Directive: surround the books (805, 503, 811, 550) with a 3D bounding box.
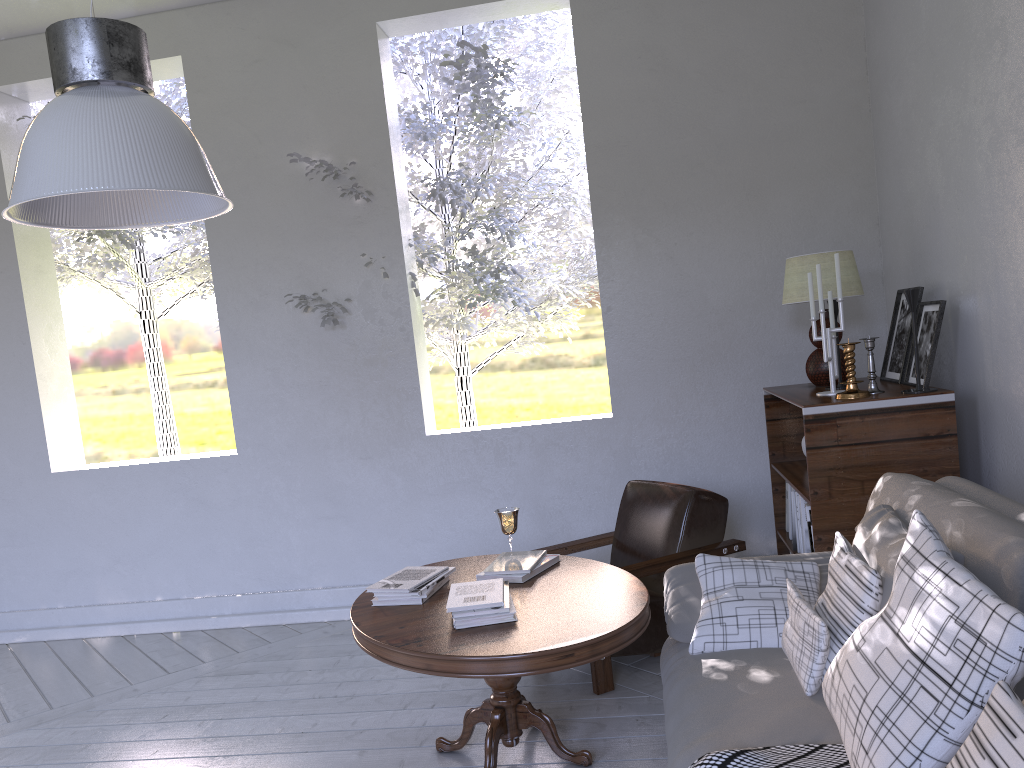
[{"bbox_3d":[0.974,0.464,2.704,0.129,0.210,0.074,-6,5,8],"label":"books"}]

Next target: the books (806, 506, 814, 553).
[{"bbox_3d":[0.971,0.469,2.687,0.131,0.203,0.064,-6,5,8],"label":"books"}]

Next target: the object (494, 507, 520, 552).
[{"bbox_3d":[-0.008,0.452,2.678,0.076,0.149,0.076,-6,4,4],"label":"object"}]

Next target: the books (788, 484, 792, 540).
[{"bbox_3d":[1.046,0.425,3.069,0.172,0.236,0.112,-6,5,8],"label":"books"}]

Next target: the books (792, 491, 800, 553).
[{"bbox_3d":[1.000,0.450,2.917,0.130,0.207,0.011,-5,5,13],"label":"books"}]

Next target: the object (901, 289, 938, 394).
[{"bbox_3d":[1.127,-0.119,2.474,0.095,0.290,0.095,-4,5,31],"label":"object"}]

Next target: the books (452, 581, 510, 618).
[{"bbox_3d":[-0.073,0.527,2.178,0.135,0.010,0.240,-6,2,0],"label":"books"}]

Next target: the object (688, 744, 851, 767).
[{"bbox_3d":[0.131,0.818,1.507,1.497,0.396,0.495,-4,4,39],"label":"object"}]

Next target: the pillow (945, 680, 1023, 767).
[{"bbox_3d":[0.542,0.509,0.994,0.154,0.257,0.312,-6,4,8],"label":"pillow"}]

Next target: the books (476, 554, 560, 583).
[{"bbox_3d":[0.021,0.520,2.510,0.147,0.018,0.230,-5,3,30],"label":"books"}]

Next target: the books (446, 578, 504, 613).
[{"bbox_3d":[-0.088,0.518,2.180,0.136,0.010,0.214,-6,2,0],"label":"books"}]

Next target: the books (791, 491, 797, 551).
[{"bbox_3d":[0.989,0.451,2.946,0.120,0.208,0.026,-6,5,4],"label":"books"}]

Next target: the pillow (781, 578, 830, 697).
[{"bbox_3d":[0.589,0.505,1.780,0.070,0.168,0.283,-6,3,6],"label":"pillow"}]

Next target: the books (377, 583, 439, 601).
[{"bbox_3d":[-0.269,0.547,2.402,0.136,0.010,0.214,-6,3,10],"label":"books"}]

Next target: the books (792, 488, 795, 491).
[{"bbox_3d":[1.037,0.427,2.980,0.174,0.243,0.104,-6,5,8],"label":"books"}]

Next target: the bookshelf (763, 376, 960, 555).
[{"bbox_3d":[1.107,0.413,2.867,0.400,0.803,0.798,-6,4,8],"label":"bookshelf"}]

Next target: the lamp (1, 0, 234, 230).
[{"bbox_3d":[-0.681,-0.577,1.453,0.354,0.585,0.354,-3,5,36],"label":"lamp"}]

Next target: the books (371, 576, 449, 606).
[{"bbox_3d":[-0.273,0.560,2.410,0.141,0.015,0.221,-6,3,15],"label":"books"}]

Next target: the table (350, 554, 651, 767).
[{"bbox_3d":[-0.021,0.761,2.315,0.736,0.433,0.949,-8,3,-22],"label":"table"}]

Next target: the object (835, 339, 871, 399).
[{"bbox_3d":[0.971,-0.048,2.543,0.096,0.172,0.096,-4,5,27],"label":"object"}]

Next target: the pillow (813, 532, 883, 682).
[{"bbox_3d":[0.660,0.459,1.766,0.129,0.270,0.310,-5,4,12],"label":"pillow"}]

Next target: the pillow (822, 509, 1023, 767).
[{"bbox_3d":[0.613,0.421,1.369,0.219,0.387,0.453,-6,4,10],"label":"pillow"}]

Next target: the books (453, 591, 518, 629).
[{"bbox_3d":[-0.074,0.544,2.188,0.148,0.021,0.278,-7,3,-5],"label":"books"}]

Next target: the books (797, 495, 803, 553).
[{"bbox_3d":[1.002,0.456,2.891,0.124,0.196,0.015,-5,5,13],"label":"books"}]

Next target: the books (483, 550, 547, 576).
[{"bbox_3d":[0.011,0.506,2.513,0.136,0.011,0.214,-6,3,15],"label":"books"}]

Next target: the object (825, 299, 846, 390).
[{"bbox_3d":[1.052,-0.127,2.866,0.095,0.290,0.095,-4,5,31],"label":"object"}]

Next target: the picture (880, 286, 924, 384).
[{"bbox_3d":[1.263,-0.157,2.879,0.095,0.301,0.231,-6,4,8],"label":"picture"}]

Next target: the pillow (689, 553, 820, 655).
[{"bbox_3d":[0.566,0.515,2.062,0.309,0.207,0.215,-6,4,15],"label":"pillow"}]

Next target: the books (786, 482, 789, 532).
[{"bbox_3d":[1.063,0.432,3.172,0.161,0.210,0.126,-6,4,8],"label":"books"}]

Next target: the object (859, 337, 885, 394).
[{"bbox_3d":[1.051,-0.059,2.592,0.062,0.173,0.062,-8,5,-15],"label":"object"}]

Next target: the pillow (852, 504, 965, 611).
[{"bbox_3d":[0.738,0.429,1.731,0.151,0.314,0.489,-6,3,9],"label":"pillow"}]

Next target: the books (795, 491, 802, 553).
[{"bbox_3d":[1.005,0.450,2.904,0.130,0.207,0.011,-5,5,13],"label":"books"}]

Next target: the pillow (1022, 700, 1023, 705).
[{"bbox_3d":[0.617,0.480,0.886,0.151,0.314,0.489,-6,3,8],"label":"pillow"}]

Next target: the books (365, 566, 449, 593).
[{"bbox_3d":[-0.280,0.528,2.398,0.136,0.011,0.216,-5,3,25],"label":"books"}]

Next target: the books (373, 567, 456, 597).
[{"bbox_3d":[-0.261,0.535,2.406,0.134,0.010,0.240,-6,3,20],"label":"books"}]

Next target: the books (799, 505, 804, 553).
[{"bbox_3d":[0.979,0.468,2.811,0.115,0.184,0.009,-5,5,13],"label":"books"}]

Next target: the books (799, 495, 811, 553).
[{"bbox_3d":[0.977,0.443,2.785,0.126,0.238,0.018,-5,5,13],"label":"books"}]

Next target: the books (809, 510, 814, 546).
[{"bbox_3d":[0.964,0.472,2.635,0.131,0.203,0.064,-6,5,8],"label":"books"}]

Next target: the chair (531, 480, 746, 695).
[{"bbox_3d":[0.346,0.635,2.930,0.703,0.556,0.496,-8,4,-27],"label":"chair"}]

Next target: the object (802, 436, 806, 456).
[{"bbox_3d":[1.087,0.209,3.146,0.111,0.148,0.122,-6,4,6],"label":"object"}]

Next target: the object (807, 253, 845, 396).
[{"bbox_3d":[0.963,-0.179,2.698,0.101,0.425,0.100,-7,5,-8],"label":"object"}]

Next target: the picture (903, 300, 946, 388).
[{"bbox_3d":[1.227,-0.117,2.639,0.080,0.253,0.202,-6,4,8],"label":"picture"}]

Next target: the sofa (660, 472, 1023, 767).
[{"bbox_3d":[0.624,0.609,1.386,0.765,0.684,1.859,-6,3,8],"label":"sofa"}]

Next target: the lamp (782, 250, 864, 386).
[{"bbox_3d":[1.068,-0.218,3.029,0.267,0.448,0.266,-8,4,-17],"label":"lamp"}]
